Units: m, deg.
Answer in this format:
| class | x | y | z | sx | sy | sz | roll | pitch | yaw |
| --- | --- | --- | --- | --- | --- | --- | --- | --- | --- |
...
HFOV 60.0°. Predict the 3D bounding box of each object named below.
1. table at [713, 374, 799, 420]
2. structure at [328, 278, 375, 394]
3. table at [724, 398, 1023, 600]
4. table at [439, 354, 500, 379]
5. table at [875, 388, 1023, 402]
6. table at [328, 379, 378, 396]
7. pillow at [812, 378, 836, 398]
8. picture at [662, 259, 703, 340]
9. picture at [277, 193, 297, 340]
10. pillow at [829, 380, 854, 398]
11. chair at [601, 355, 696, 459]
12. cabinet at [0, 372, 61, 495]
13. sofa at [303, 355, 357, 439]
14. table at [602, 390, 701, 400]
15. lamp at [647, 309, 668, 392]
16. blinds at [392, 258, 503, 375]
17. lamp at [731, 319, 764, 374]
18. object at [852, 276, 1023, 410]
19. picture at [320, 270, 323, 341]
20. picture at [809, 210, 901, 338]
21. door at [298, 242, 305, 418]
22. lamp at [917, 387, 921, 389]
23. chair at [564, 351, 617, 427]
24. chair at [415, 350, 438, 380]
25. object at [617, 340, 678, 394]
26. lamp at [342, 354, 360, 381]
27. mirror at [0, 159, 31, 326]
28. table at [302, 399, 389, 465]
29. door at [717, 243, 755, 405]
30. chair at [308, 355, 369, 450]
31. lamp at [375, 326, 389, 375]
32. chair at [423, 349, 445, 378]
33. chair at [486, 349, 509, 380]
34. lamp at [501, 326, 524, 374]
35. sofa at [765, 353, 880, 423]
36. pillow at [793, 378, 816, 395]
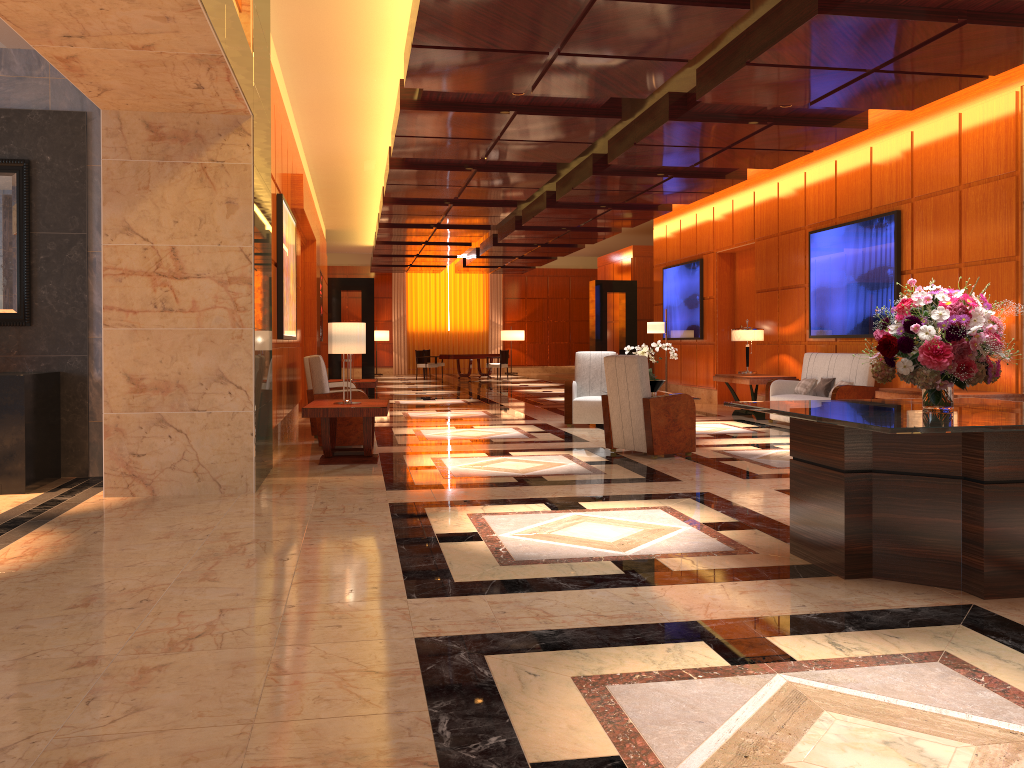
| class | x | y | z | sx | sy | sz | roll | pitch | yaw |
| --- | --- | --- | --- | --- | --- | --- | --- | --- | --- |
| table | 3.474 | 0.180 | 12.713 | 0.725 | 0.606 | 1.271 | -1 | 2 | -10 |
| structure | -3.501 | -1.047 | 19.321 | 0.985 | 2.497 | 0.500 | 0 | 0 | -10 |
| table | 2.131 | 0.499 | 4.399 | 1.600 | 0.744 | 1.602 | -1 | 2 | -10 |
| table | -1.117 | -0.530 | 26.597 | 2.108 | 0.741 | 0.784 | -2 | 2 | -39 |
| table | 4.200 | 0.370 | 8.554 | 0.725 | 0.606 | 1.271 | -1 | 2 | -10 |
| table | -2.368 | 0.216 | 13.121 | 0.725 | 0.534 | 1.169 | 0 | 2 | -7 |
| pillow | 3.897 | 0.043 | 11.071 | 0.160 | 0.253 | 0.358 | 0 | 2 | -13 |
| picture | 3.231 | -1.567 | 16.867 | 0.056 | 1.451 | 1.998 | 0 | 2 | -10 |
| picture | -2.484 | -1.218 | 9.821 | 0.056 | 1.451 | 1.998 | 0 | 2 | -10 |
| pillow | 3.940 | 0.078 | 10.624 | 0.202 | 0.229 | 0.273 | 0 | 2 | -7 |
| chair | 1.295 | 0.195 | 8.553 | 0.629 | 0.960 | 0.738 | -1 | 1 | -31 |
| cabinet | -4.670 | 0.363 | 6.609 | 2.190 | 0.868 | 0.784 | -1 | 1 | -10 |
| sofa | -2.202 | 0.111 | 10.907 | 0.612 | 0.932 | 1.800 | 0 | 2 | -9 |
| table | 1.556 | 0.365 | 10.112 | 0.722 | 0.495 | 1.561 | 0 | 2 | -7 |
| lamp | 2.607 | -0.469 | 15.387 | 0.527 | 1.660 | 0.360 | 0 | 1 | -20 |
| blinds | -2.236 | -2.381 | 30.933 | 3.853 | 4.063 | 0.149 | 0 | 0 | -10 |
| lamp | 3.391 | -0.538 | 12.763 | 0.458 | 0.793 | 0.459 | 1 | 1 | 42 |
| object | 2.123 | -0.204 | 4.412 | 0.650 | 0.658 | 0.680 | -1 | 2 | -19 |
| picture | -3.906 | -1.591 | 17.959 | 0.056 | 1.451 | 1.998 | 0 | 2 | -10 |
| picture | 4.240 | -1.302 | 11.094 | 0.056 | 1.451 | 1.998 | 0 | 2 | -10 |
| door | -3.363 | -0.850 | 13.402 | 0.340 | 2.650 | 1.500 | 0 | 1 | -10 |
| lamp | 4.106 | -0.343 | 8.671 | 0.458 | 0.809 | 0.459 | 0 | 1 | -1 |
| chair | 1.076 | 0.057 | 11.542 | 0.738 | 0.960 | 0.629 | 0 | 1 | 9 |
| chair | -2.558 | -0.567 | 26.178 | 0.576 | 0.894 | 0.585 | 0 | 1 | 28 |
| object | 1.590 | -0.197 | 10.235 | 0.788 | 0.617 | 0.417 | -1 | 2 | -33 |
| lamp | 2.528 | -0.244 | 8.965 | 13.001 | 0.734 | 0.335 | 2 | 2 | 39 |
| mirror | -4.740 | -1.121 | 6.960 | 1.767 | 1.338 | 0.029 | -1 | 0 | -10 |
| table | -1.506 | 0.442 | 8.186 | 0.725 | 0.534 | 1.169 | 0 | 2 | -7 |
| door | 3.868 | -0.936 | 14.685 | 0.340 | 2.650 | 1.538 | 0 | 1 | -10 |
| chair | -1.812 | 0.170 | 9.335 | 0.628 | 0.960 | 0.738 | 0 | 1 | -11 |
| lamp | -4.553 | -1.116 | 29.894 | 0.811 | 1.660 | 0.811 | 0 | 1 | 30 |
| chair | -2.451 | -0.625 | 27.433 | 0.576 | 0.894 | 0.585 | 0 | 1 | 18 |
| chair | -0.384 | -0.561 | 25.890 | 0.576 | 0.894 | 0.585 | 0 | 1 | 33 |
| lamp | 0.022 | -1.170 | 30.693 | 0.811 | 1.660 | 0.811 | 0 | 1 | 30 |
| sofa | 3.833 | 0.083 | 11.040 | 0.612 | 0.932 | 1.800 | 0 | 2 | -9 |
| pillow | 3.795 | 0.032 | 11.494 | 0.195 | 0.227 | 0.344 | 0 | 2 | -5 |
